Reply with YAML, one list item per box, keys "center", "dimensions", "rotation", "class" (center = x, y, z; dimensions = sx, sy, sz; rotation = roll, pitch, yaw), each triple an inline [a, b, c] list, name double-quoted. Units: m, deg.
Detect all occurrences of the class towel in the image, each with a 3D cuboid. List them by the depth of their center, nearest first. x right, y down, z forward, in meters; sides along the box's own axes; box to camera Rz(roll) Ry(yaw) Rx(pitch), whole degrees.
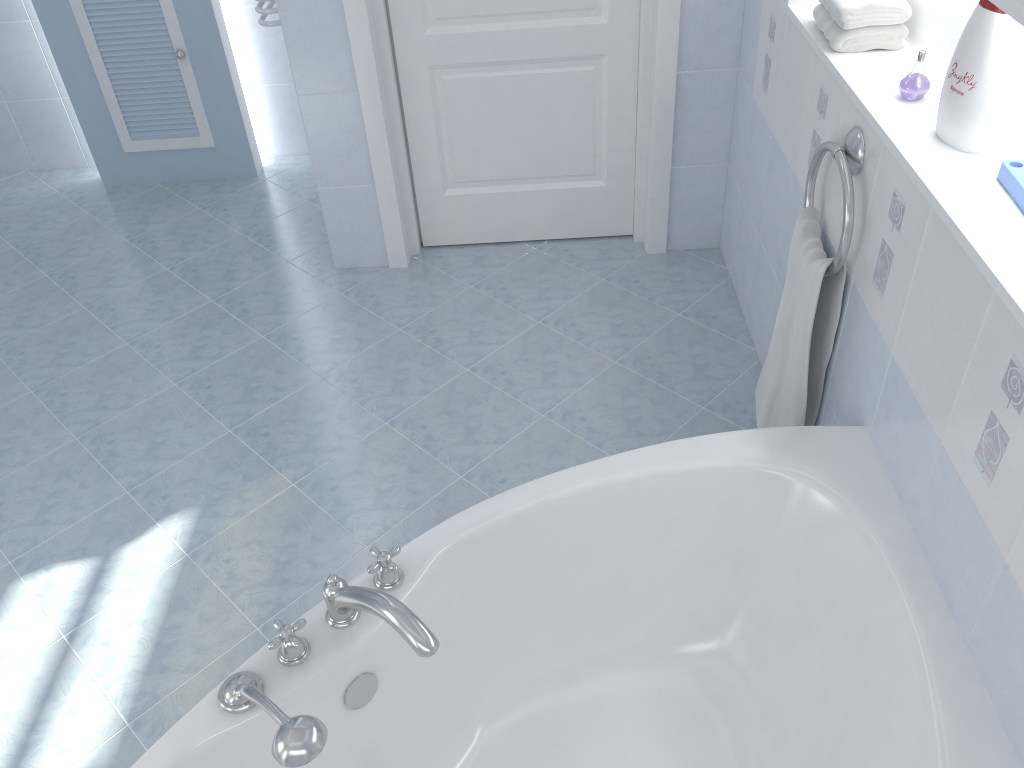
- center: [0.798, -0.872, 2.014]
  dimensions: [0.163, 0.062, 0.232]
  rotation: [-2, 40, 4]
  class: "towel"
- center: [0.799, -0.839, 2.055]
  dimensions: [0.162, 0.060, 0.232]
  rotation: [-2, 40, 4]
  class: "towel"
- center: [0.691, -0.095, 2.170]
  dimensions: [0.101, 0.634, 0.280]
  rotation: [-4, 40, 0]
  class: "towel"

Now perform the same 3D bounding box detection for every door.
- center: [-0.001, -1.309, 2.728]
  dimensions: [0.823, 2.011, 0.098]
  rotation: [-3, 40, 2]
  class: "door"

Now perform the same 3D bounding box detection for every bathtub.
- center: [0.003, 0.730, 1.395]
  dimensions: [1.596, 0.670, 1.578]
  rotation: [-3, 40, 2]
  class: "bathtub"

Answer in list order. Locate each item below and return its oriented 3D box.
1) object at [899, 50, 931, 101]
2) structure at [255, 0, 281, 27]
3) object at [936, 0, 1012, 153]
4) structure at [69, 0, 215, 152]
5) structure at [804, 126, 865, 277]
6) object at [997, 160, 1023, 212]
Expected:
- center: [0.805, -0.614, 1.762]
  dimensions: [0.059, 0.094, 0.059]
  rotation: [-6, 40, -2]
  class: "object"
- center: [-0.813, -1.700, 2.855]
  dimensions: [0.138, 0.950, 0.524]
  rotation: [-3, 40, 2]
  class: "structure"
- center: [0.813, -0.551, 1.548]
  dimensions: [0.063, 0.276, 0.134]
  rotation: [-11, 40, -7]
  class: "object"
- center: [-1.516, -1.324, 3.592]
  dimensions: [0.400, 0.813, 0.041]
  rotation: [-3, 40, 2]
  class: "structure"
- center: [0.700, -0.397, 1.926]
  dimensions: [0.051, 0.332, 0.291]
  rotation: [-3, 40, 2]
  class: "structure"
- center: [0.851, -0.206, 1.294]
  dimensions: [0.172, 0.065, 0.534]
  rotation: [7, 41, 13]
  class: "object"
